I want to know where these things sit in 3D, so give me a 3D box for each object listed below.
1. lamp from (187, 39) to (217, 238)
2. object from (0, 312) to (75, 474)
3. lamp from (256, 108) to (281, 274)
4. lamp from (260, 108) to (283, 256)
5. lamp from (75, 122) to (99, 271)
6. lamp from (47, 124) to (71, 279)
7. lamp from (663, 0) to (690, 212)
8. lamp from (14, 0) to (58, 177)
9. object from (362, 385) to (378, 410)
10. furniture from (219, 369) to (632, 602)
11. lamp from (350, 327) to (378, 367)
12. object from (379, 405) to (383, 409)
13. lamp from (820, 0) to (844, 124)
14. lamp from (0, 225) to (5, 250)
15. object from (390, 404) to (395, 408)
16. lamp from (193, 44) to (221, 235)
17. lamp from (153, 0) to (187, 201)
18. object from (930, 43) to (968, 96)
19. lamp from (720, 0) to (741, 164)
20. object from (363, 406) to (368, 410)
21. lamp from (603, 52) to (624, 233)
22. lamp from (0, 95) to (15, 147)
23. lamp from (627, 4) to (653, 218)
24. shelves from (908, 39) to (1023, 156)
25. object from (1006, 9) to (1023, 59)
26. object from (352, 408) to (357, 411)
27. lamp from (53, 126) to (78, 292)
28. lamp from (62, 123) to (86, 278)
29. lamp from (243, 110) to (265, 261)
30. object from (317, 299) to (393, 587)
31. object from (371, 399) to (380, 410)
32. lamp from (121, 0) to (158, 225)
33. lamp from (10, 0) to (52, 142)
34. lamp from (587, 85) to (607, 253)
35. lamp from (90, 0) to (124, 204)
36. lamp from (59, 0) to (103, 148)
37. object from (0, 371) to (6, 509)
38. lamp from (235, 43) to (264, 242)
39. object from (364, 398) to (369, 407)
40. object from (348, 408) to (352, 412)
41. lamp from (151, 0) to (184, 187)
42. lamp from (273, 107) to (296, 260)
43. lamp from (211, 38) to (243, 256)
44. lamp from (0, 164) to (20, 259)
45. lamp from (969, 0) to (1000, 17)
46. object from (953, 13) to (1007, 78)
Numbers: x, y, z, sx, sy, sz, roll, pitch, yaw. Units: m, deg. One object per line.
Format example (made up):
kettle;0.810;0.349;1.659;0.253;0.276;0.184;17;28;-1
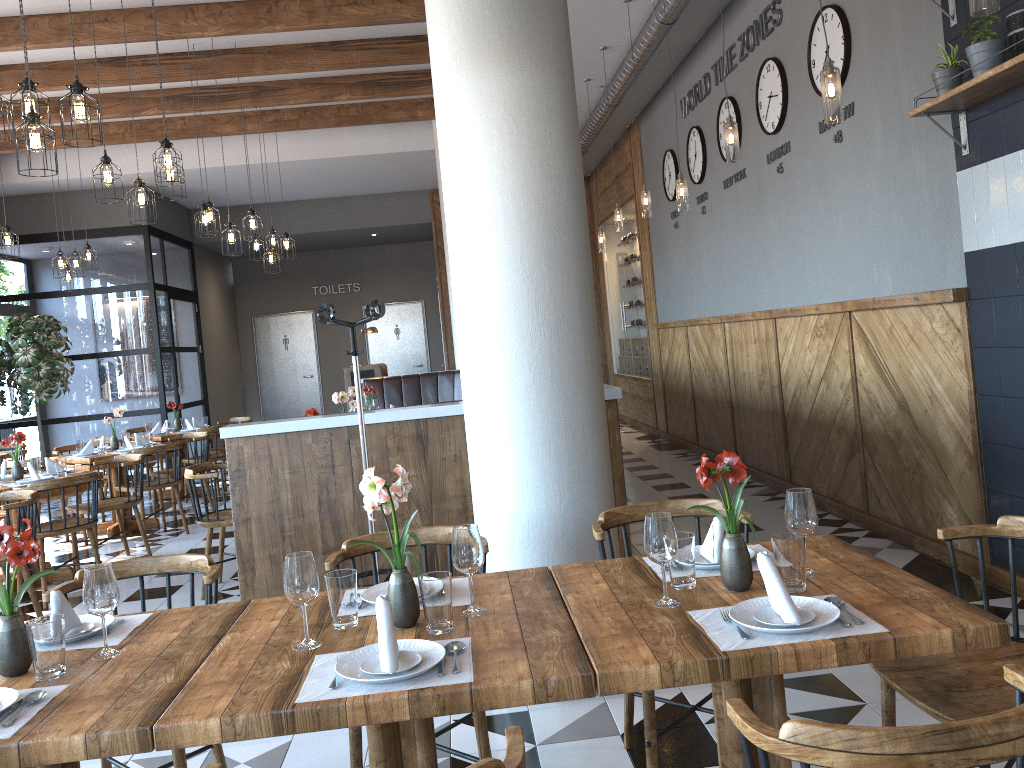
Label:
lamp;-2.871;-2.367;8.043;0.175;2.070;0.175;-6;0;-32
object;-6.488;0.198;11.484;1.637;2.591;1.378;-6;1;-20
lamp;-2.824;-2.295;10.080;0.175;2.070;0.175;-5;0;40
lamp;-2.859;-2.534;10.310;0.175;2.070;0.175;-5;0;40
lamp;-4.911;-2.328;10.095;0.175;2.070;0.175;-5;0;9
lamp;-5.048;-2.197;9.747;0.175;2.070;0.175;-6;0;-24
lamp;1.083;-2.160;6.061;0.078;1.963;0.078;-5;0;36
lamp;-2.409;-2.057;4.317;0.175;2.070;0.175;-5;0;14
object;-1.445;0.187;9.102;0.156;0.355;0.171;-6;1;-10
furniture;-0.589;0.549;7.512;1.918;1.149;6.592;-6;3;-4
lamp;-1.877;-0.338;11.234;0.446;0.756;0.170;-6;1;-29
object;-1.376;0.286;9.229;0.080;0.132;0.080;-6;1;-4
lamp;1.244;-2.065;3.670;0.078;1.963;0.078;-5;0;28
lamp;-4.767;-2.239;7.970;0.175;2.070;0.175;-6;0;-9
object;-1.172;0.270;9.101;0.272;0.137;0.352;-6;2;-4
lamp;-2.896;-2.431;8.250;0.175;2.070;0.175;-6;0;-20
lamp;-2.449;-2.315;6.129;0.175;2.070;0.175;-6;0;-44
object;2.055;-1.469;4.171;0.173;0.268;0.189;-5;1;14
lamp;1.148;-2.219;4.954;0.078;1.963;0.078;-6;0;-28
object;-1.295;0.305;7.811;0.081;0.215;0.081;-5;1;27
lamp;0.918;-2.399;8.285;0.078;1.963;0.078;-5;0;31
lamp;-2.639;-2.211;4.336;0.175;2.070;0.175;-5;0;3
lamp;0.999;-2.318;7.131;0.078;1.963;0.078;-5;0;4
shelves;2.098;-1.233;3.886;0.247;0.297;0.905;-6;3;-4
object;2.103;-1.412;3.610;0.143;0.201;0.142;-6;1;-13
object;-1.428;0.301;8.162;0.081;0.215;0.081;-6;1;-12
lamp;-5.079;-2.073;9.965;0.175;2.070;0.175;-5;0;9
lamp;-5.095;-2.257;10.179;0.175;2.070;0.175;-5;0;-2
lamp;-3.024;-2.456;10.191;0.175;2.070;0.175;-5;0;29
object;-0.620;0.475;3.828;0.375;1.658;0.374;-6;0;-26
object;-1.369;0.259;8.912;0.081;0.215;0.081;-5;1;27
lamp;-2.592;-2.120;5.986;0.175;2.070;0.175;-6;0;-33
lamp;-2.543;-2.286;4.518;0.175;2.070;0.175;-5;0;14
lamp;0.859;-2.356;9.272;0.078;1.963;0.078;-6;0;-18
lamp;-2.736;-2.229;5.807;0.175;2.070;0.175;-5;0;24
lamp;-2.202;-2.209;4.339;0.175;2.070;0.175;-6;0;-19
object;-6.231;0.680;10.720;0.374;1.658;0.375;-5;0;19
lamp;-2.513;-2.370;8.293;0.175;2.070;0.175;-5;0;36
object;-1.502;0.255;9.263;0.081;0.215;0.081;-6;1;-12
object;-1.694;0.322;9.074;0.272;0.137;0.352;-6;2;-4
lamp;-2.390;-2.368;5.930;0.175;2.070;0.175;-6;0;-33
lamp;-2.628;-2.441;10.005;0.175;2.070;0.175;-5;0;7
lamp;-2.667;-2.217;8.149;0.175;2.070;0.175;-6;0;-20
lamp;-4.740;-2.195;8.177;0.175;2.070;0.175;-6;0;-20
lamp;1.309;-2.079;2.621;0.078;1.963;0.078;-6;0;-18
object;2.073;-1.474;3.893;0.172;0.300;0.235;-6;1;-14
